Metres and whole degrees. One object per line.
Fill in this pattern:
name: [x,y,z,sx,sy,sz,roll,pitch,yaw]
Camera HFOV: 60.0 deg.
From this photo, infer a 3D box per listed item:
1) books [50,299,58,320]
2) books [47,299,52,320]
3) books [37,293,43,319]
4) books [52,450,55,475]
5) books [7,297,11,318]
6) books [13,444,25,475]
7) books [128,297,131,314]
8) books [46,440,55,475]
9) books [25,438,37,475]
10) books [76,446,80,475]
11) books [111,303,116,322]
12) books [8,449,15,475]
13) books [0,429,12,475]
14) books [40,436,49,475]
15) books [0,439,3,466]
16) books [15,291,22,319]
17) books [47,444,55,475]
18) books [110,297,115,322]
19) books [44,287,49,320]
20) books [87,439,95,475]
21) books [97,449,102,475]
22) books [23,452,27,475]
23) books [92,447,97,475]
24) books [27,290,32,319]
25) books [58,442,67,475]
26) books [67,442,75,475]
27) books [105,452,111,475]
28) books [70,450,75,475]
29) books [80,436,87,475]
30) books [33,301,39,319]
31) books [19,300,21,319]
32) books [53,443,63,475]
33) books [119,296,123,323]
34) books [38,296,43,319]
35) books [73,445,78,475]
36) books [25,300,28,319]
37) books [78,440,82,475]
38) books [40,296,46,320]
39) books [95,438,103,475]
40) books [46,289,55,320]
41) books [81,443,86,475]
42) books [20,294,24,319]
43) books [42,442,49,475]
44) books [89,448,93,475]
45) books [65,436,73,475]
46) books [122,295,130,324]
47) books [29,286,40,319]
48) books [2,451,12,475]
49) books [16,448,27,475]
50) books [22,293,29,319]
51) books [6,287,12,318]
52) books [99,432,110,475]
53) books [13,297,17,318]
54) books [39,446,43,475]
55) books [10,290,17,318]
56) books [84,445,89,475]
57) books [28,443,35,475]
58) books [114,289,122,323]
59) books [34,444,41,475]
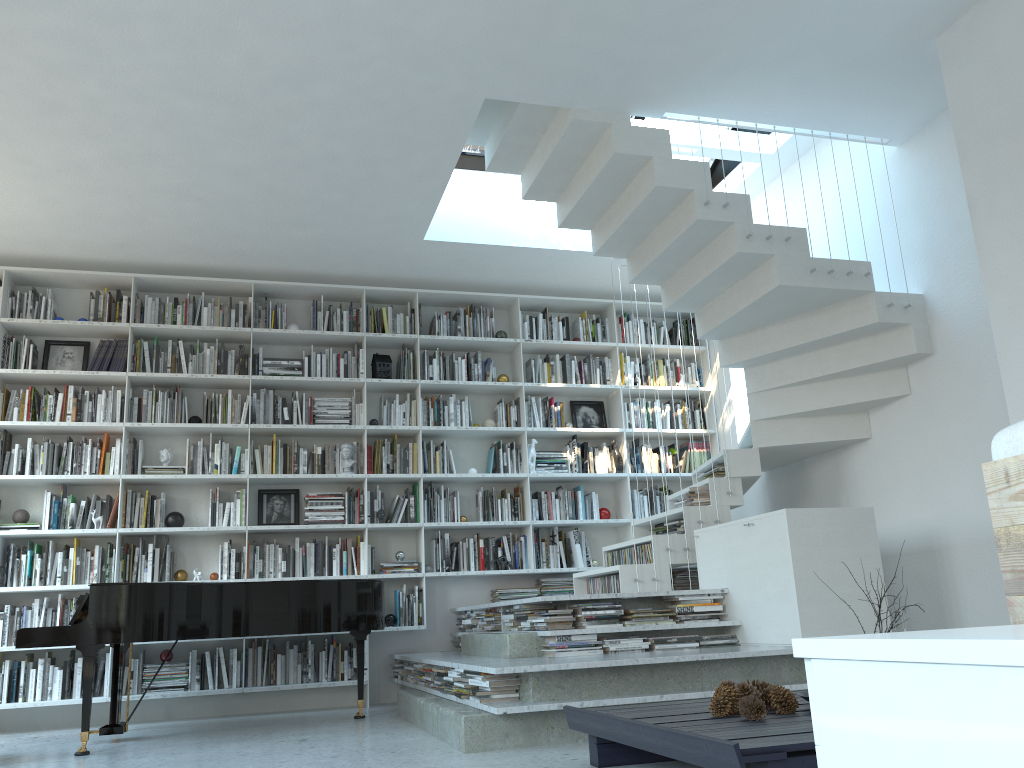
books: [-3.337,-0.494,6.456,0.013,0.209,0.137,1,-15,-16]
books: [-3.347,-0.493,6.442,0.014,0.201,0.171,1,-15,-16]
books: [-3.415,-0.519,6.431,0.013,0.252,0.129,1,-15,-16]
books: [-3.192,0.575,6.209,0.010,0.203,0.139,1,-15,-16]
books: [-3.595,-0.501,6.369,0.017,0.203,0.143,1,-15,-16]
books: [-3.407,0.547,6.125,0.022,0.235,0.177,1,-15,-16]
books: [-2.835,-0.501,6.606,0.039,0.251,0.147,1,-15,-16]
books: [-3.224,0.539,6.199,0.011,0.270,0.158,1,-15,-16]
books: [-3.342,0.530,6.162,0.023,0.280,0.174,1,-15,-16]
books: [-3.047,0.564,6.244,0.013,0.227,0.152,1,-15,-16]
books: [-2.936,-0.478,6.554,0.027,0.190,0.178,1,-15,-16]
books: [-3.442,0.564,6.128,0.042,0.208,0.144,1,-15,-16]
books: [-3.485,0.496,6.108,0.012,0.333,0.185,1,-15,-16]
books: [-3.253,0.525,6.184,0.011,0.292,0.184,1,-15,-16]
books: [-3.502,0.529,6.097,0.027,0.265,0.176,1,-15,-16]
books: [-3.543,-0.522,6.387,0.012,0.248,0.180,1,-15,-16]
books: [-3.202,0.551,6.184,0.024,0.236,0.167,1,-15,-16]
books: [-2.964,-0.503,6.580,0.013,0.254,0.129,1,-15,-16]
books: [-3.375,-0.540,6.452,0.007,0.300,0.146,1,-15,-16]
books: [-2.972,0.540,6.258,0.015,0.274,0.157,1,-15,-16]
books: [-2.913,0.578,6.274,0.013,0.203,0.162,1,-15,-16]
books: [-3.368,0.580,6.165,0.021,0.187,0.129,1,-15,-16]
books: [-2.947,0.572,6.277,0.021,0.220,0.149,1,-15,-16]
books: [-3.473,-0.526,6.407,0.016,0.260,0.154,1,-15,-16]
books: [-3.144,0.551,6.229,0.048,0.255,0.142,1,-15,-16]
books: [-3.097,0.550,6.235,0.021,0.256,0.156,1,-15,-16]
books: [-2.859,0.590,6.291,0.030,0.183,0.152,1,-15,-16]
books: [-3.076,0.575,6.235,0.021,0.204,0.130,1,-15,-16]
books: [-3.029,0.531,6.270,0.011,0.303,0.130,1,-15,-16]
books: [-3.430,-0.487,6.411,0.026,0.182,0.162,1,-15,-16]
books: [-3.532,-0.491,6.397,0.017,0.193,0.129,1,-15,-16]
books: [-3.173,0.552,6.202,0.023,0.242,0.185,1,-15,-16]
books: [-2.894,-0.507,6.589,0.022,0.260,0.152,1,-15,-16]
books: [-3.399,-0.505,6.421,0.013,0.219,0.181,1,-15,-16]
books: [-3.056,0.560,6.230,0.013,0.228,0.177,1,-15,-16]
books: [-3.488,-0.490,6.407,0.014,0.192,0.146,1,-15,-16]
books: [-3.034,0.542,6.249,0.012,0.271,0.146,1,-15,-16]
books: [-3.381,-0.503,6.419,0.021,0.213,0.174,1,-15,-16]
books: [-2.933,0.539,6.295,0.015,0.292,0.144,1,-15,-16]
books: [-3.368,-0.533,6.465,0.015,0.292,0.131,1,-15,-16]
books: [-3.016,0.555,6.262,0.011,0.251,0.139,1,-15,-16]
books: [-3.513,-0.510,6.390,0.013,0.224,0.177,1,-15,-16]
books: [-3.234,0.545,6.175,0.021,0.247,0.189,1,-15,-16]
books: [-2.962,0.572,6.268,0.012,0.217,0.160,1,-15,-16]
books: [-3.111,0.526,6.227,0.013,0.299,0.152,1,-15,-16]
books: [-2.865,-0.507,6.583,0.031,0.253,0.178,1,-15,-16]
books: [-3.447,-0.539,6.401,0.015,0.279,0.191,1,-15,-16]
books: [-3.459,0.571,6.101,0.037,0.181,0.189,1,-15,-16]
books: [-3.379,0.560,6.119,0.028,0.203,0.188,1,-15,-16]
books: [-3.501,-0.517,6.401,0.016,0.242,0.156,1,-15,-16]
books: [-3.610,-0.538,6.383,0.007,0.284,0.160,1,-15,-16]
books: [-2.893,0.520,6.297,0.035,0.324,0.170,1,-15,-16]
books: [-3.566,-0.502,6.383,0.032,0.209,0.158,1,-15,-16]
books: [-3.264,0.556,6.174,0.014,0.229,0.148,1,-15,-16]
books: [-3.586,-0.525,6.384,0.007,0.258,0.157,1,-15,-16]
books: [-2.999,0.563,6.275,0.028,0.242,0.132,1,-15,-16]
books: [-3.323,0.545,6.155,0.011,0.245,0.176,1,-15,-16]
books: [-2.911,-0.532,6.565,0.025,0.296,0.164,1,-15,-16]
books: [-3.300,0.554,6.185,0.049,0.242,0.139,1,-15,-16]
